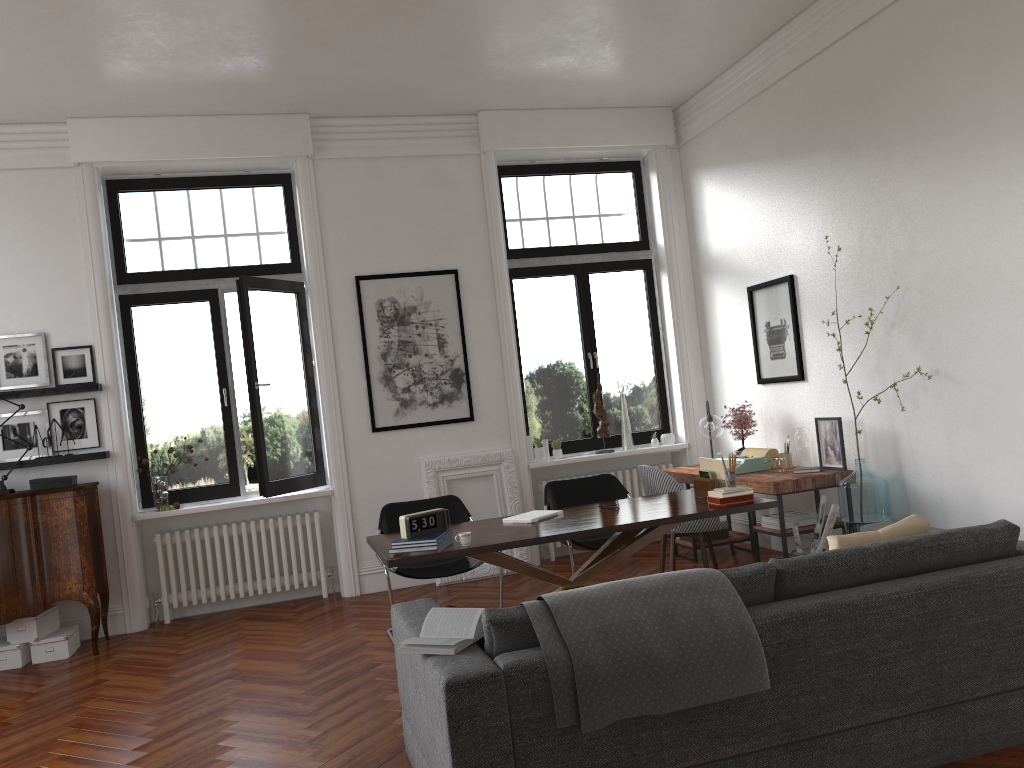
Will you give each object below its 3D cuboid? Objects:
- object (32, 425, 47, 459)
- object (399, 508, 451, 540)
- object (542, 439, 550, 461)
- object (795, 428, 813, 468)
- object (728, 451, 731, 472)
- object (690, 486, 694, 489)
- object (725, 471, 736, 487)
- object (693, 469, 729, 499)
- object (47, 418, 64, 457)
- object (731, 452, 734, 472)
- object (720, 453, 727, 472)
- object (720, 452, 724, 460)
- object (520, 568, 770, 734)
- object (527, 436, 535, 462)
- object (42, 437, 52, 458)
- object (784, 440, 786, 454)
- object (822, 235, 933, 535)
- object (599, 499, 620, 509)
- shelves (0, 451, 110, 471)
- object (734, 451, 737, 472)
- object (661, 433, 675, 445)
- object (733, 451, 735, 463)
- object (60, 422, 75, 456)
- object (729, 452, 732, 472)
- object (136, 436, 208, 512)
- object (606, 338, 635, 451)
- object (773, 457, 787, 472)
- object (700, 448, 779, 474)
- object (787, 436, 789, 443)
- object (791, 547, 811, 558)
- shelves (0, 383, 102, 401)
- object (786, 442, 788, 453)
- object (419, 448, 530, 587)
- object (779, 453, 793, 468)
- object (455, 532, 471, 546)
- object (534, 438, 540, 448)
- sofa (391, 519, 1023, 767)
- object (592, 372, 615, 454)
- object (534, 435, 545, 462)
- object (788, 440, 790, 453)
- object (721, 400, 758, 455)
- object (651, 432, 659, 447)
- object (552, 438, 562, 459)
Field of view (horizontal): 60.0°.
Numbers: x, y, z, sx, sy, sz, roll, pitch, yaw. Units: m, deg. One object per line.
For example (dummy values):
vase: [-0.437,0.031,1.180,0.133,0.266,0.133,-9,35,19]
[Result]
object: [-3.592,0.440,6.713,0.124,0.260,0.040,-6,0,-16]
object: [-0.464,0.750,4.759,0.275,0.125,0.082,-6,-1,-42]
object: [0.307,0.596,7.989,0.051,0.188,0.051,-6,0,19]
object: [2.125,0.471,6.460,0.112,0.302,0.111,-6,0,21]
object: [1.292,0.494,5.258,0.008,0.195,0.032,-6,0,28]
object: [1.561,0.920,7.473,0.173,0.110,0.173,-7,-1,21]
object: [1.293,0.562,5.232,0.058,0.091,0.058,-6,0,-29]
object: [1.242,0.613,5.490,0.149,0.166,0.228,-6,-1,-16]
object: [-3.473,0.408,6.756,0.118,0.299,0.040,-6,0,-16]
object: [1.298,0.493,5.208,0.008,0.195,0.036,-6,0,-3]
object: [1.259,0.499,5.225,0.049,0.193,0.008,-6,0,-11]
object: [1.265,0.499,5.252,0.049,0.193,0.008,-6,0,44]
object: [0.440,0.888,3.062,0.751,0.387,0.400,-6,0,-16]
object: [0.166,0.586,7.996,0.051,0.238,0.051,-6,0,19]
object: [-3.514,0.481,6.706,0.066,0.161,0.040,-6,0,-16]
object: [2.064,0.528,6.698,0.008,0.207,0.054,-6,0,40]
object: [2.337,0.006,5.665,0.353,2.058,0.808,-6,0,-35]
object: [0.622,0.743,5.487,0.133,0.047,0.114,-7,-1,38]
shelves: [-3.839,0.620,6.631,1.514,0.055,0.156,-6,-1,-16]
object: [1.313,0.493,5.228,0.044,0.194,0.008,-6,0,15]
object: [1.472,0.520,8.378,0.132,0.097,0.134,-7,-1,44]
object: [1.311,0.492,5.240,0.038,0.195,0.008,-6,0,11]
object: [-3.412,0.421,6.801,0.110,0.262,0.040,-6,0,-16]
object: [1.285,0.496,5.204,0.008,0.193,0.049,-6,0,8]
object: [-2.721,0.710,7.192,0.541,0.599,0.318,-6,0,-45]
object: [1.068,0.085,8.173,0.295,1.054,0.289,-6,0,-13]
object: [1.966,0.590,6.503,0.093,0.101,0.093,-6,0,-24]
object: [1.733,0.593,6.875,0.484,0.149,0.535,-6,-1,-17]
object: [2.085,0.509,6.685,0.028,0.239,0.023,-6,0,-18]
object: [1.981,1.246,5.811,0.261,0.305,0.260,-6,0,39]
shelves: [-3.896,0.100,6.628,1.514,0.055,0.158,-6,-1,-16]
object: [2.077,0.527,6.697,0.054,0.207,0.008,-6,0,-28]
object: [-0.310,1.128,7.580,0.829,1.062,0.234,-6,0,-16]
object: [2.063,0.577,6.680,0.058,0.113,0.075,-6,0,-16]
object: [-0.253,0.814,4.649,0.082,0.065,0.064,-6,0,5]
object: [0.236,0.591,7.994,0.051,0.213,0.051,-6,0,19]
sofa: [0.911,1.087,3.692,2.643,0.829,1.263,-6,-1,-16]
object: [0.812,0.263,8.124,0.165,0.753,0.142,-6,0,27]
object: [0.243,0.574,7.908,0.102,0.244,0.098,-6,0,-38]
object: [2.079,0.525,6.673,0.008,0.207,0.054,-6,0,-33]
object: [1.876,0.397,7.269,0.290,0.529,0.308,-6,0,29]
object: [1.328,0.515,8.251,0.072,0.134,0.072,-6,0,10]
object: [0.413,0.587,8.069,0.097,0.185,0.099,-6,0,7]
